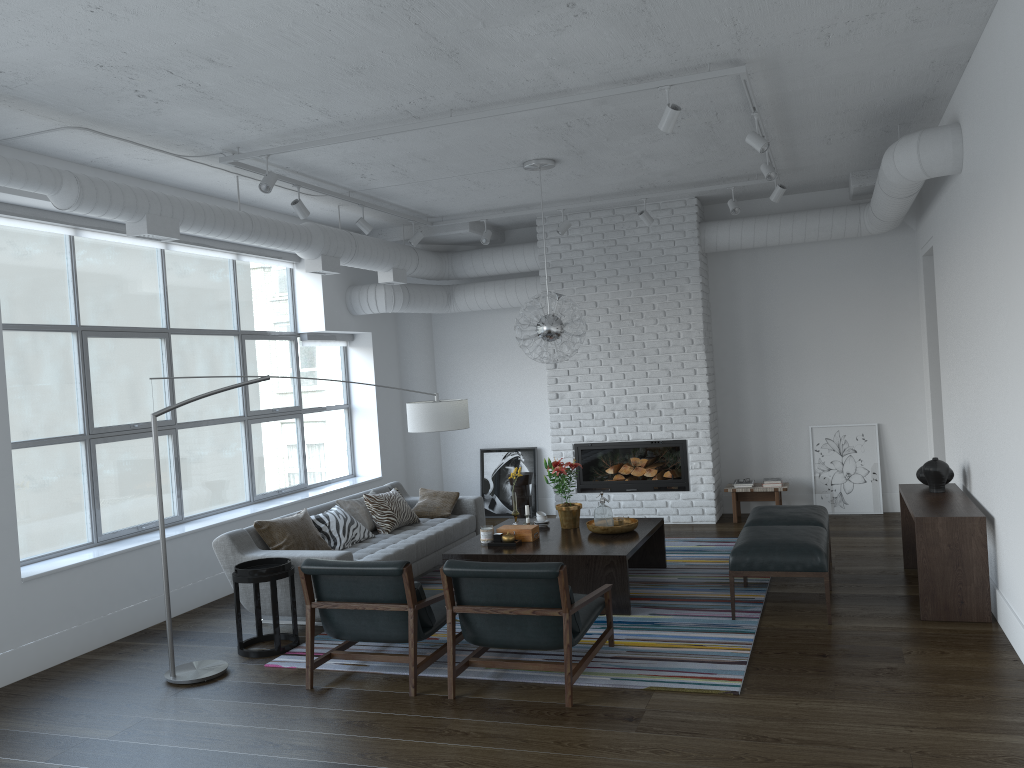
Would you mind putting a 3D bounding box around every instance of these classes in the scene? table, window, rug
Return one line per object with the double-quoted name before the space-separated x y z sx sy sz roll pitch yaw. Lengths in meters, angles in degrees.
"table" -1.552 1.399 5.597 0.379 0.536 0.379 -3 1 37
"table" 0.106 1.211 9.212 0.282 0.558 0.281 -4 1 -1
"window" -2.581 -0.060 7.594 0.107 2.340 4.566 -4 1 20
"table" 0.369 1.315 6.595 1.306 0.394 1.362 -4 1 20
"table" 2.813 1.059 5.832 0.375 0.617 1.362 -4 1 20
"rug" 0.457 1.513 6.533 2.735 0.012 3.760 -4 1 20
"table" 2.446 1.182 8.825 0.605 0.345 0.405 -4 1 20

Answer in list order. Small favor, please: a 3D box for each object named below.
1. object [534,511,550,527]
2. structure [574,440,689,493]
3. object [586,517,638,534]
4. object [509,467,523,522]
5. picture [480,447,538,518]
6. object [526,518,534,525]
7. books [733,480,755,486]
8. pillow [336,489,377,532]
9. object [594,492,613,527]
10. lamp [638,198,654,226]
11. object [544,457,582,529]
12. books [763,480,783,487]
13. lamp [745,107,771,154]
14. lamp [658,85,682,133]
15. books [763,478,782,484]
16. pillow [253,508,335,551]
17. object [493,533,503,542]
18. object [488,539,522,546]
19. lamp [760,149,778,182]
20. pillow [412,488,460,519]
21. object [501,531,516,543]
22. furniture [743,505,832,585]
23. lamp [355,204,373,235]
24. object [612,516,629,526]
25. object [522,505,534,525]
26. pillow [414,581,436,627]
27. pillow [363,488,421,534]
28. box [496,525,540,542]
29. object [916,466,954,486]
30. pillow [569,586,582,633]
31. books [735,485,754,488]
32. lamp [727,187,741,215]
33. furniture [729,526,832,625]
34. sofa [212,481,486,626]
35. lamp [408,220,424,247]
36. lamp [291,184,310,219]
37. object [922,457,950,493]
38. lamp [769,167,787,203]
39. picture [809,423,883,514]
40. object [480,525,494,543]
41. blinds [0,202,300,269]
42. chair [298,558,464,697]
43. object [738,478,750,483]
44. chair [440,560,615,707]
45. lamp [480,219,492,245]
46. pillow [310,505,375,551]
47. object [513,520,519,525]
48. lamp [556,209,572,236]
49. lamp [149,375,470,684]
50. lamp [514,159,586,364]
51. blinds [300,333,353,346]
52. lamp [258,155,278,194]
"object" 0.234 1.064 6.992 0.121 0.113 0.124 -3 1 39
"structure" 1.313 0.861 9.289 1.168 0.578 0.675 -4 1 20
"object" 0.747 1.057 6.589 0.383 0.068 0.383 -4 1 -28
"object" 0.042 0.898 7.038 0.121 0.470 0.120 -3 1 36
"picture" -0.036 1.110 9.979 0.686 0.775 0.130 -4 1 20
"object" 0.125 1.082 6.871 0.102 0.098 0.102 -4 1 -31
"books" 2.319 0.989 8.863 0.202 0.019 0.280 -4 1 18
"pillow" -1.191 1.075 7.381 0.254 0.318 0.663 -4 1 21
"object" 0.682 0.949 6.646 0.143 0.288 0.143 -4 1 -9
"lamp" 1.227 -1.598 8.170 0.154 0.285 0.097 -4 1 -30
"object" 0.400 0.833 6.826 0.284 0.558 0.275 -4 1 -18
"books" 2.582 0.986 8.782 0.185 0.032 0.267 -4 1 18
"lamp" 1.530 -1.578 5.544 0.154 0.285 0.100 -3 1 43
"lamp" 0.859 -1.522 4.855 0.088 0.285 0.154 -4 1 -25
"books" 2.582 0.958 8.790 0.173 0.025 0.238 -4 1 18
"pillow" -1.563 1.108 6.348 0.298 0.338 0.597 -3 1 29
"object" -0.098 1.107 6.393 0.058 0.055 0.058 -4 1 20
"object" -0.052 1.139 6.356 0.214 0.023 0.130 -4 1 20
"lamp" 1.866 -1.615 6.468 0.094 0.285 0.154 -4 1 -7
"pillow" -0.696 1.066 7.887 0.427 0.261 0.236 -4 1 22
"object" -0.024 1.091 6.345 0.103 0.077 0.103 -4 1 -8
"furniture" 2.050 1.170 6.582 0.584 0.478 0.828 -4 1 20
"lamp" -1.271 -1.421 7.595 0.154 0.285 0.087 -4 1 -26
"object" 0.810 1.039 6.585 0.085 0.089 0.195 -3 1 29
"object" 0.123 1.041 7.035 0.098 0.174 0.098 -4 1 14
"pillow" -0.744 1.227 4.952 0.612 0.293 0.246 -4 1 20
"pillow" -1.010 1.038 7.388 0.271 0.340 0.576 -3 1 24
"box" 0.044 1.094 6.501 0.294 0.093 0.169 -4 1 20
"object" 3.002 0.646 6.294 0.245 0.168 0.245 -4 1 11
"pillow" 0.046 1.178 4.665 0.612 0.293 0.246 -4 1 20
"books" 2.325 1.014 8.862 0.172 0.011 0.273 -4 1 19
"lamp" 1.969 -1.644 7.897 0.093 0.285 0.154 -4 1 -2
"furniture" 1.761 1.203 5.781 0.583 0.476 0.827 -4 1 20
"sofa" -1.127 1.275 7.016 0.991 0.684 2.541 -4 1 20
"lamp" -0.926 -1.458 8.521 0.154 0.285 0.087 -4 1 -21
"lamp" -1.597 -1.384 6.675 0.087 0.285 0.154 -3 1 29
"object" 2.909 0.622 6.081 0.171 0.236 0.171 -3 1 25
"lamp" 2.200 -1.651 7.366 0.104 0.285 0.154 -4 1 -30
"picture" 3.313 0.847 8.807 0.637 0.884 0.093 -4 1 20
"object" -0.179 1.099 6.480 0.106 0.116 0.117 -4 1 0
"blinds" -2.753 -1.147 7.115 0.086 0.130 3.613 -4 1 20
"chair" -0.669 1.266 5.135 0.678 0.698 0.983 -4 1 20
"object" 2.304 0.962 8.876 0.134 0.038 0.093 -4 1 -13
"chair" 0.121 1.217 4.847 0.678 0.698 0.983 -4 1 20
"lamp" -0.260 -1.506 8.708 0.095 0.285 0.154 -4 1 18
"pillow" -1.340 1.117 6.832 0.346 0.283 0.578 -4 1 20
"object" 0.027 1.103 6.923 0.069 0.078 0.124 -4 1 2
"lamp" 0.488 -1.552 8.439 0.154 0.285 0.090 -4 1 -12
"lamp" -1.182 0.767 5.702 2.162 1.738 0.432 -5 1 -36
"lamp" 0.261 -0.929 6.833 0.552 1.546 0.552 -4 1 7
"blinds" -1.925 -0.462 9.277 0.086 0.130 0.903 -4 1 20
"lamp" -1.588 -1.371 5.744 0.095 0.285 0.154 -4 1 13
